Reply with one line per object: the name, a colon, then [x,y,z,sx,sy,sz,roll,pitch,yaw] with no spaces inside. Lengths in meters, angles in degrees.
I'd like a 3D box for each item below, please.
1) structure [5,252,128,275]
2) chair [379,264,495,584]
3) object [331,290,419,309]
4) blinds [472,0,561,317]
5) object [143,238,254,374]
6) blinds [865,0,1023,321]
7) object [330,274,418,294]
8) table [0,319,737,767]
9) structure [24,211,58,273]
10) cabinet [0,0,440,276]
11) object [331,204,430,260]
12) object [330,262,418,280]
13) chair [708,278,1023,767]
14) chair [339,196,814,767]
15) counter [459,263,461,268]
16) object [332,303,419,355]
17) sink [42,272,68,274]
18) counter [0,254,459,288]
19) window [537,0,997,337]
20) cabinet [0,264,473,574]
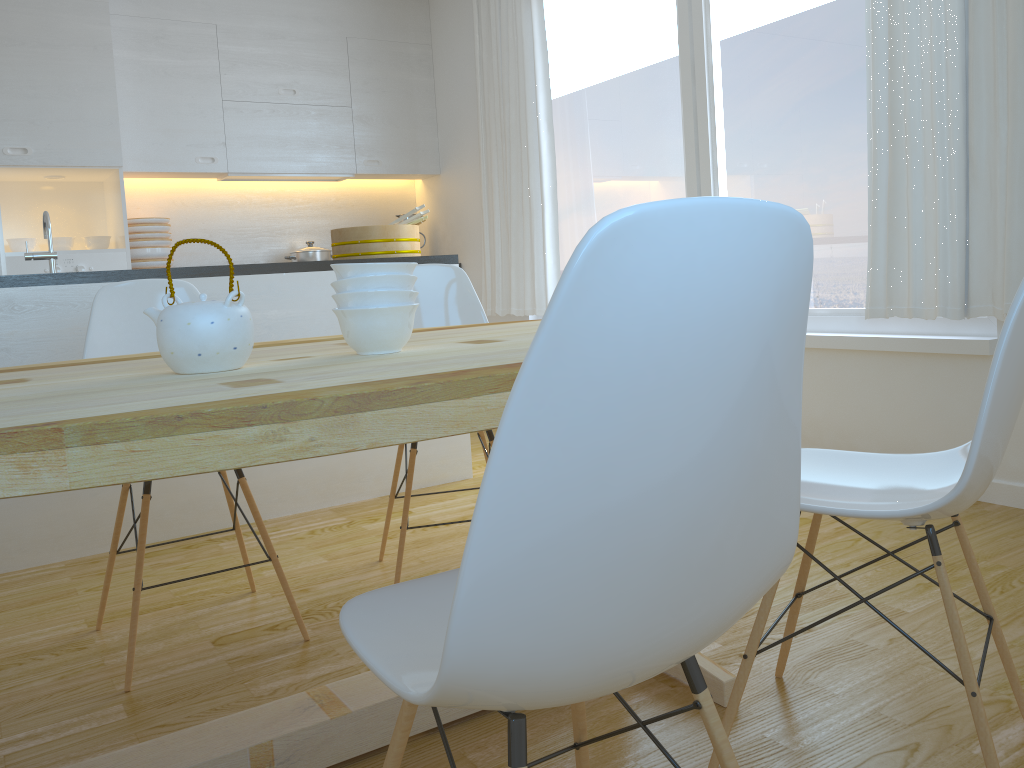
structure: [-2.264,-0.371,4.565,0.562,0.594,0.049,-7,5,-32]
chair: [-0.194,0.097,2.555,0.430,0.898,0.525,-5,4,-12]
object: [-0.237,-0.119,1.556,0.152,0.092,0.152,-3,6,7]
blinds: [-0.038,-1.456,5.032,0.150,2.151,0.796,-6,4,-32]
object: [-0.497,-0.127,1.417,0.147,0.211,0.177,-7,6,-33]
blinds: [1.396,-1.272,2.786,0.150,2.151,0.796,-6,4,-32]
object: [-0.239,-0.144,1.557,0.152,0.095,0.151,-5,6,-16]
table: [-0.337,0.310,1.607,2.197,0.722,1.196,-8,7,-34]
structure: [-1.597,-0.475,2.984,0.097,0.214,0.162,-6,5,-32]
cabinet: [-1.824,-0.914,5.102,3.211,2.292,0.481,-7,5,-32]
object: [-0.561,-0.639,3.803,0.430,0.213,0.380,-4,6,-4]
object: [-0.239,-0.171,1.554,0.152,0.086,0.152,-4,6,-4]
chair: [0.621,0.179,1.466,0.523,0.898,0.432,-1,5,33]
chair: [0.053,0.277,0.961,0.431,0.898,0.524,-6,5,-32]
counter: [-1.333,-0.671,5.494,2.007,0.040,0.601,-8,8,-32]
object: [-0.236,-0.096,1.554,0.152,0.082,0.153,-3,6,7]
sink: [-1.675,-0.313,3.185,0.404,0.156,0.406,-3,7,9]
counter: [-1.395,-0.401,3.321,2.408,0.040,0.602,-8,8,-32]
window: [0.863,-1.205,4.010,0.088,1.909,2.732,-6,6,-32]
cabinet: [-1.365,0.070,3.349,2.408,0.906,0.601,-8,6,-32]
